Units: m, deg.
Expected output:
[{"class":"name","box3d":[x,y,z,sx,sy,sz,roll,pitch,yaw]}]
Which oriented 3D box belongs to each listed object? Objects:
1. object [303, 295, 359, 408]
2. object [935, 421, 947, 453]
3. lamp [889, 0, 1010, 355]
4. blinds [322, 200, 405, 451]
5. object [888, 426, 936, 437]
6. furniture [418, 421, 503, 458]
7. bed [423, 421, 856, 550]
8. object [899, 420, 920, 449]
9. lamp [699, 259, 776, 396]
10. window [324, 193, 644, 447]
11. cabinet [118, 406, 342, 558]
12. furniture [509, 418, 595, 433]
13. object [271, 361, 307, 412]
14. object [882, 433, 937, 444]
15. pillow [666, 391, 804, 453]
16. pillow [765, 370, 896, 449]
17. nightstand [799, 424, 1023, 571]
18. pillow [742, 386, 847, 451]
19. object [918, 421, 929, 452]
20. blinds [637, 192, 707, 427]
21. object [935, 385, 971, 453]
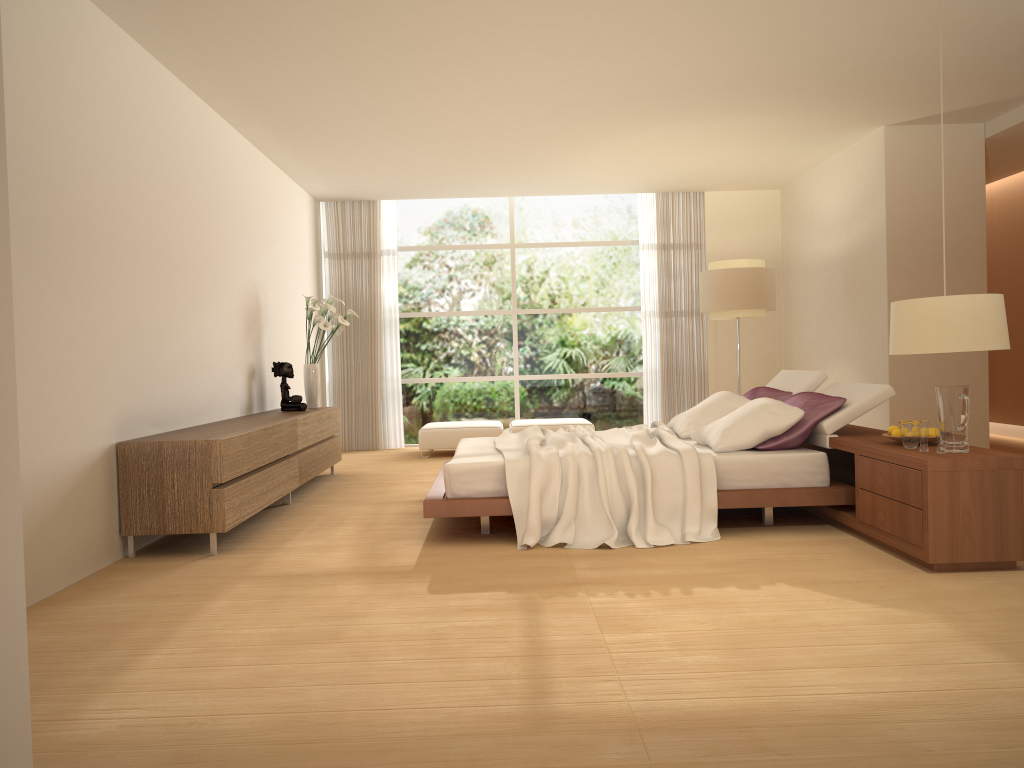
[{"class":"object","box3d":[-1.776,-0.317,8.484,0.515,1.085,0.608,-3,2,-43]},{"class":"object","box3d":[2.110,0.263,4.361,0.052,0.154,0.052,-1,1,17]},{"class":"lamp","box3d":[1.771,-1.325,3.643,0.451,2.399,0.451,-2,1,-3]},{"class":"blinds","box3d":[-1.869,-0.848,11.064,0.950,3.352,0.211,-2,1,-2]},{"class":"object","box3d":[2.190,0.272,4.842,0.230,0.084,0.259,-3,2,-31]},{"class":"furniture","box3d":[-0.580,0.634,10.408,0.965,0.346,0.964,-2,1,-1]},{"class":"bed","box3d":[0.735,0.591,6.170,2.535,0.570,2.599,-2,1,-1]},{"class":"object","box3d":[2.069,0.264,4.605,0.110,0.141,0.110,0,2,41]},{"class":"lamp","box3d":[2.367,-0.259,9.258,0.817,2.018,0.817,0,2,42]},{"class":"window","box3d":[0.030,-0.920,11.348,4.781,3.371,0.071,-2,1,-1]},{"class":"cabinet","box3d":[-1.945,0.605,6.857,0.588,0.662,3.713,-2,1,-1]},{"class":"furniture","box3d":[0.455,0.603,10.423,0.965,0.346,0.964,-2,1,-1]},{"class":"object","box3d":[-2.003,0.020,7.994,0.282,0.453,0.181,-2,1,-1]},{"class":"object","box3d":[2.197,0.300,4.826,0.337,0.053,0.337,-1,1,13]},{"class":"pillow","box3d":[1.485,0.242,6.214,0.561,0.339,1.720,-2,1,-1]},{"class":"pillow","box3d":[2.081,0.138,6.237,0.461,0.457,1.779,-2,1,-2]},{"class":"nightstand","box3d":[2.152,0.562,6.245,0.493,0.539,4.220,-2,1,-1]},{"class":"pillow","box3d":[1.755,0.220,6.224,0.575,0.369,1.683,-2,1,-1]},{"class":"object","box3d":[2.066,0.262,4.449,0.052,0.154,0.052,-1,1,17]},{"class":"blinds","box3d":[2.013,-0.962,11.068,0.814,3.351,0.202,-2,1,-2]},{"class":"object","box3d":[2.196,0.173,4.391,0.159,0.328,0.227,-3,2,-32]}]
